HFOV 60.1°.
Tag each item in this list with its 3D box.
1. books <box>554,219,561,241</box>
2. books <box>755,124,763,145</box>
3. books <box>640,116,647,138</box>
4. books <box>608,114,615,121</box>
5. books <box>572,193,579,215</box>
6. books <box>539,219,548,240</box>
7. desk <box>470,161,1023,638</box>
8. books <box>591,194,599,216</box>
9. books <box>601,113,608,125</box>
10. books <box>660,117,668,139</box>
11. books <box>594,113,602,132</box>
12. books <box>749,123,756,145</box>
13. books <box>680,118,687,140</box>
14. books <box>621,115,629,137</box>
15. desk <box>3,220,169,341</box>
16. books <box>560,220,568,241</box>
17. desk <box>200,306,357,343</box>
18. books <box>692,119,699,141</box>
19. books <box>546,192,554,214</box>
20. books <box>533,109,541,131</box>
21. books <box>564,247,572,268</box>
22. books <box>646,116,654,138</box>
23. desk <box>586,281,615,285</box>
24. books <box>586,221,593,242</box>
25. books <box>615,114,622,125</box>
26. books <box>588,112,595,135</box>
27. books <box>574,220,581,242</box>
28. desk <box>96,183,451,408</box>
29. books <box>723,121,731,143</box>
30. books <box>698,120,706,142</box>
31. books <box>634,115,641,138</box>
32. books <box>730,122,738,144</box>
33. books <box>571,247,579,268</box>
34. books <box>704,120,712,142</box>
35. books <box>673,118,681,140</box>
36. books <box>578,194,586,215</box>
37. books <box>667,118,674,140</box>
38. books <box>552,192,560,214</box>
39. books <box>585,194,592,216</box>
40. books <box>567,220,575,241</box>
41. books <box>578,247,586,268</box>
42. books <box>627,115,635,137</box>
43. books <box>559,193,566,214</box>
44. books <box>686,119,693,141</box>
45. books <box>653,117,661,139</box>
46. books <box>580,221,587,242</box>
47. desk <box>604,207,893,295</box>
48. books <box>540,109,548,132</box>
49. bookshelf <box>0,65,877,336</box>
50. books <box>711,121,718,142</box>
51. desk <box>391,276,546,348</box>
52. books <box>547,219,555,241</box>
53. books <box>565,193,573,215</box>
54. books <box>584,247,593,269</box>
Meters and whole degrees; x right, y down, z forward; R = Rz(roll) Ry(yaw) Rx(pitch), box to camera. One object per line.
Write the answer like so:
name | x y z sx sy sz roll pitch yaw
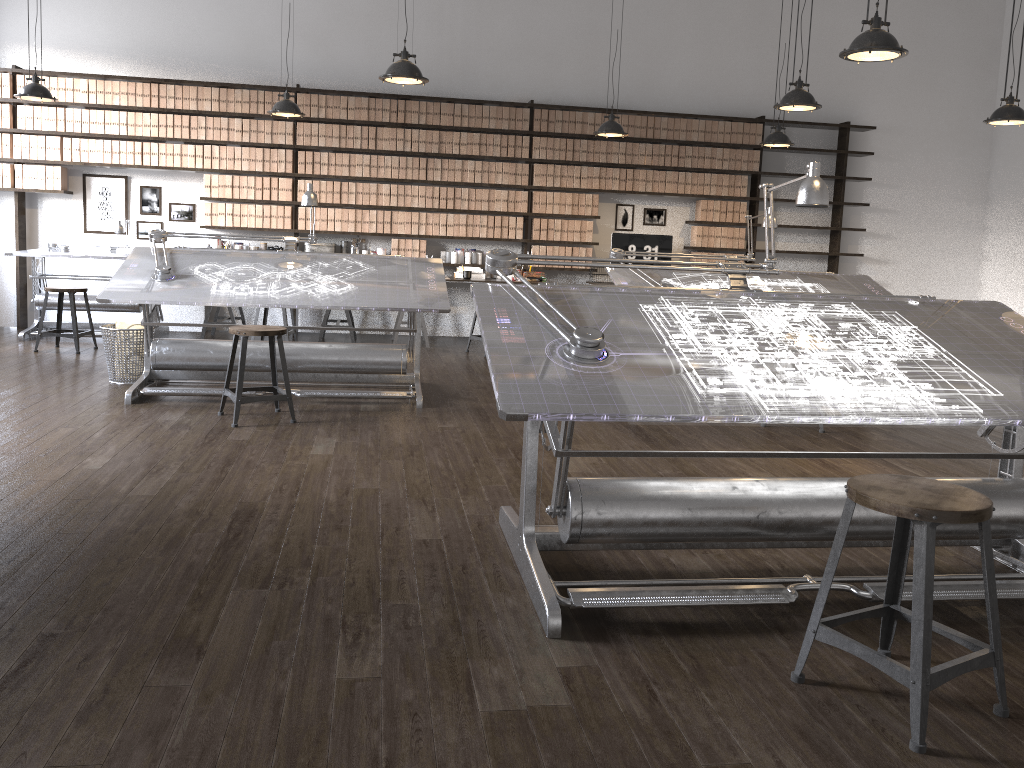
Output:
books | 0.460 -1.600 9.228 0.066 0.224 0.175 1 8 -9
books | 2.596 -2.647 9.431 0.066 0.224 0.175 1 8 -9
books | 1.347 -2.670 9.240 0.066 0.224 0.176 1 8 -9
books | 1.008 -2.676 9.188 0.066 0.224 0.175 1 8 -9
books | 0.642 -1.869 9.227 0.066 0.224 0.176 1 8 -9
books | 0.316 -1.602 9.204 0.067 0.224 0.176 1 8 -9
desk | 0.913 -0.064 2.983 2.068 1.378 1.084 1 8 -9
books | 0.852 -1.866 9.261 0.066 0.224 0.176 1 8 -9
books | 0.940 -2.677 9.176 0.066 0.224 0.176 1 8 -9
books | 1.566 -2.665 9.270 0.066 0.224 0.175 1 8 -9
books | 0.871 -2.678 9.161 0.067 0.224 0.176 1 8 -9
books | 2.527 -2.649 9.424 0.066 0.224 0.175 1 8 -9
books | 1.773 -2.661 9.300 0.067 0.224 0.176 1 8 -9
books | 1.150 -2.672 9.203 0.066 0.224 0.176 1 8 -9
desk | -3.827 -0.985 8.225 1.268 1.091 1.078 1 8 -9
books | 0.530 -1.599 9.243 0.066 0.224 0.175 1 8 -9
desk | -2.226 -0.746 8.530 1.668 0.665 0.660 1 8 -9
books | 1.900 -2.660 9.323 0.066 0.224 0.176 1 8 -9
books | 0.376 -1.873 9.182 0.067 0.224 0.176 1 8 -9
books | 0.246 -2.689 9.070 0.066 0.224 0.176 1 8 -9
books | 0.576 -1.324 9.277 0.067 0.224 0.176 1 8 -9
books | 1.421 -2.668 9.246 0.067 0.224 0.176 1 8 -9
desk | 1.632 -0.677 9.129 1.668 0.665 0.660 1 8 -9
books | 0.795 -1.594 9.281 0.066 0.224 0.176 1 8 -9
books | 1.078 -2.674 9.195 0.066 0.224 0.175 1 8 -9
books | 0.799 -2.679 9.152 0.066 0.224 0.176 1 8 -9
books | 0.667 -1.596 9.258 0.067 0.224 0.176 1 8 -9
desk | -1.579 -0.634 5.800 2.279 1.378 1.084 1 8 -9
books | 2.251 -2.653 9.374 0.066 0.224 0.176 1 8 -9
books | 1.972 -2.658 9.332 0.067 0.224 0.176 1 8 -9
books | 1.283 -2.671 9.228 0.066 0.224 0.176 1 8 -9
books | 2.323 -2.652 9.385 0.067 0.224 0.176 1 8 -9
books | 0.649 -1.324 9.294 0.066 0.224 0.176 1 8 -9
books | 2.041 -2.657 9.347 0.066 0.224 0.176 1 8 -9
books | 1.705 -2.664 9.295 0.066 0.224 0.176 1 8 -9
books | 0.712 -1.868 9.238 0.066 0.224 0.175 1 8 -9
books | 1.635 -2.665 9.285 0.066 0.224 0.175 1 8 -9
books | 0.447 -1.872 9.195 0.066 0.224 0.176 1 8 -9
books | 0.782 -1.866 9.245 0.066 0.224 0.175 1 8 -9
books | 0.600 -1.598 9.253 0.066 0.224 0.176 1 8 -9
books | 0.720 -1.322 9.301 0.066 0.224 0.175 1 8 -9
books | 1.221 -2.671 9.214 0.067 0.224 0.176 1 8 -9
books | 0.509 -1.871 9.206 0.066 0.224 0.176 1 8 -9
books | 1.838 -2.661 9.315 0.066 0.224 0.176 1 8 -9
books | 1.495 -2.667 9.263 0.066 0.224 0.176 1 8 -9
books | 0.733 -1.596 9.273 0.066 0.224 0.176 1 8 -9
desk | 1.733 -0.576 6.313 2.068 1.378 1.084 1 8 -9
books | 0.320 -2.687 9.075 0.067 0.224 0.176 1 8 -9
bookshelf | -0.709 -1.341 9.169 9.174 3.189 0.376 1 7 -9
books | 2.110 -2.657 9.359 0.066 0.224 0.175 1 8 -9
desk | -0.483 -0.715 8.801 1.668 0.665 0.660 1 8 -9
books | 0.389 -1.602 9.221 0.066 0.224 0.176 1 8 -9
books | 0.576 -1.869 9.211 0.067 0.224 0.176 1 8 -9
books | 0.789 -1.321 9.316 0.066 0.224 0.175 1 8 -9
